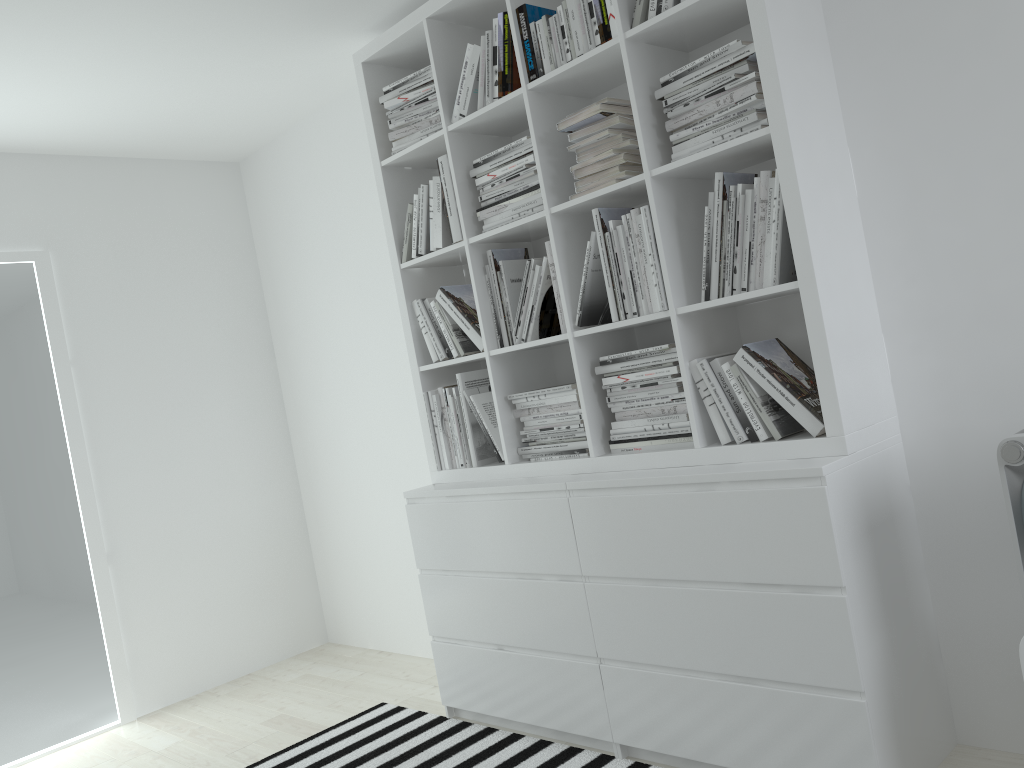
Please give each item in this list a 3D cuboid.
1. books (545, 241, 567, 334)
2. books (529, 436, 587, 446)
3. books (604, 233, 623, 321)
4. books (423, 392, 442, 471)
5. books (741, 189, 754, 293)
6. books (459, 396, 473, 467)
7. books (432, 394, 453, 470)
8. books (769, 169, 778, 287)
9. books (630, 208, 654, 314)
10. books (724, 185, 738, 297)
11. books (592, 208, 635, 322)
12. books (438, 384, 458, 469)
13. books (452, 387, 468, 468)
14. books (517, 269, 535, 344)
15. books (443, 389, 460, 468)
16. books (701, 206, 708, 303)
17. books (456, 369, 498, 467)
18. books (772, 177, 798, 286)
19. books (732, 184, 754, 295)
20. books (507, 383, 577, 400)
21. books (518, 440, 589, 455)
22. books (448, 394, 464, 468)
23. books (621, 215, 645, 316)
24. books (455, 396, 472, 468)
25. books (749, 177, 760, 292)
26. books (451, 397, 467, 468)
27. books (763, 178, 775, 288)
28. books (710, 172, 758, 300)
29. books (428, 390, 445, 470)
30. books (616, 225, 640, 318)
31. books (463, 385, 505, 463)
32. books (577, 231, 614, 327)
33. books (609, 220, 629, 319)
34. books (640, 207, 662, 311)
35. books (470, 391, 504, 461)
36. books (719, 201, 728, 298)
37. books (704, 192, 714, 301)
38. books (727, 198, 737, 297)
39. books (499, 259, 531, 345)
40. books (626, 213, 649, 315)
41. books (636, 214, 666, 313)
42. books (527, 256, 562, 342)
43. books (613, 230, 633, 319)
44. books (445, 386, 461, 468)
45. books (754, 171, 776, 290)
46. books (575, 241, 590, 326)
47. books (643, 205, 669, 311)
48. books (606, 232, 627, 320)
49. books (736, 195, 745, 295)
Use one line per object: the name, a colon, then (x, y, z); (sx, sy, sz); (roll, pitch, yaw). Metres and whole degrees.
books: (0.200, -0.311, 2.821); (0.180, 0.296, 0.028); (-11, 0, -44)
books: (0.199, 0.174, 2.895); (0.161, 0.013, 0.254); (-11, 0, -44)
books: (0.347, -0.317, 2.596); (0.161, 0.254, 0.013); (-11, 0, -44)
books: (-0.228, 0.160, 3.260); (0.182, 0.288, 0.016); (-11, 0, -44)
books: (0.657, -0.374, 2.323); (0.167, 0.258, 0.085); (-11, 0, -44)
books: (-0.103, 0.155, 3.149); (0.161, 0.254, 0.013); (-11, 0, -44)
books: (-0.196, 0.162, 3.242); (0.174, 0.273, 0.021); (-11, 0, -44)
books: (0.716, -0.398, 2.261); (0.182, 0.282, 0.090); (-11, 0, -44)
books: (0.428, -0.353, 2.528); (0.180, 0.296, 0.028); (-11, 0, -44)
books: (0.628, -0.381, 2.370); (0.182, 0.282, 0.090); (-11, 0, -44)
books: (0.328, -0.353, 2.609); (0.176, 0.331, 0.025); (-11, 0, -44)
books: (-0.170, 0.146, 3.237); (0.180, 0.296, 0.028); (-11, 0, -44)
books: (-0.124, 0.143, 3.166); (0.159, 0.285, 0.012); (-11, 0, -44)
books: (0.098, -0.255, 2.905); (0.161, 0.226, 0.137); (-11, 0, -44)
books: (-0.154, 0.146, 3.220); (0.182, 0.288, 0.016); (-11, 0, -44)
books: (0.568, -0.352, 2.407); (0.161, 0.248, 0.077); (-11, 0, -44)
books: (-0.098, 0.115, 3.135); (0.176, 0.331, 0.025); (-11, 0, -44)
books: (0.715, -0.397, 2.238); (0.182, 0.282, 0.090); (-11, 0, -44)
books: (0.636, -0.381, 2.339); (0.159, 0.278, 0.085); (-11, 0, -44)
books: (0.148, 0.015, 2.898); (0.182, 0.016, 0.288); (-11, 0, -44)
books: (0.193, 0.193, 2.904); (0.176, 0.025, 0.331); (-11, 0, -44)
books: (-0.139, 0.157, 3.188); (0.167, 0.263, 0.017); (-11, 0, -44)
books: (0.403, -0.345, 2.557); (0.182, 0.288, 0.016); (-11, 0, -44)
books: (-0.119, 0.157, 3.152); (0.161, 0.256, 0.013); (-11, 0, -44)
books: (0.679, -0.390, 2.317); (0.182, 0.282, 0.090); (-11, 0, -44)
books: (-0.134, 0.160, 3.171); (0.161, 0.254, 0.012); (-11, 0, -44)
books: (0.707, -0.389, 2.281); (0.174, 0.269, 0.091); (-11, 0, -44)
books: (0.595, -0.396, 2.379); (0.176, 0.325, 0.109); (-11, 0, -44)
books: (-0.210, 0.157, 3.256); (0.182, 0.288, 0.016); (-11, 0, -44)
books: (0.384, -0.329, 2.559); (0.167, 0.263, 0.017); (-11, 0, -44)
books: (-0.047, 0.132, 3.072); (0.159, 0.263, 0.131); (-11, 0, -44)
books: (0.273, -0.316, 2.658); (0.159, 0.263, 0.131); (-11, 0, -44)
books: (0.361, -0.336, 2.577); (0.159, 0.285, 0.012); (-11, 0, -44)
books: (0.445, -0.354, 2.486); (0.182, 0.288, 0.016); (-11, 0, -44)
books: (-0.030, 0.138, 3.062); (0.161, 0.235, 0.118); (-11, 0, -44)
books: (0.608, -0.361, 2.373); (0.161, 0.248, 0.078); (-11, 0, -44)
books: (0.574, -0.370, 2.391); (0.159, 0.278, 0.085); (-11, 0, -44)
books: (0.621, -0.363, 2.346); (0.161, 0.249, 0.078); (-11, 0, -44)
books: (0.050, -0.275, 2.982); (0.182, 0.288, 0.016); (-11, 0, -44)
books: (0.413, -0.347, 2.545); (0.182, 0.288, 0.016); (-11, 0, -44)
books: (0.434, -0.343, 2.500); (0.174, 0.273, 0.021); (-11, 0, -44)
books: (0.142, -0.277, 2.888); (0.182, 0.257, 0.158); (-11, 0, -44)
books: (0.368, -0.321, 2.564); (0.161, 0.254, 0.012); (-11, 0, -44)
books: (-0.143, 0.144, 3.209); (0.182, 0.288, 0.016); (-11, 0, -44)
books: (0.693, -0.398, 2.299); (0.180, 0.293, 0.103); (-11, 0, -44)
books: (0.265, -0.306, 2.674); (0.161, 0.235, 0.118); (-11, 0, -44)
books: (0.449, -0.353, 2.467); (0.182, 0.288, 0.016); (-11, 0, -44)
books: (0.350, -0.319, 2.580); (0.161, 0.256, 0.013); (-11, 0, -44)
books: (0.640, -0.366, 2.329); (0.161, 0.248, 0.077); (-11, 0, -44)
